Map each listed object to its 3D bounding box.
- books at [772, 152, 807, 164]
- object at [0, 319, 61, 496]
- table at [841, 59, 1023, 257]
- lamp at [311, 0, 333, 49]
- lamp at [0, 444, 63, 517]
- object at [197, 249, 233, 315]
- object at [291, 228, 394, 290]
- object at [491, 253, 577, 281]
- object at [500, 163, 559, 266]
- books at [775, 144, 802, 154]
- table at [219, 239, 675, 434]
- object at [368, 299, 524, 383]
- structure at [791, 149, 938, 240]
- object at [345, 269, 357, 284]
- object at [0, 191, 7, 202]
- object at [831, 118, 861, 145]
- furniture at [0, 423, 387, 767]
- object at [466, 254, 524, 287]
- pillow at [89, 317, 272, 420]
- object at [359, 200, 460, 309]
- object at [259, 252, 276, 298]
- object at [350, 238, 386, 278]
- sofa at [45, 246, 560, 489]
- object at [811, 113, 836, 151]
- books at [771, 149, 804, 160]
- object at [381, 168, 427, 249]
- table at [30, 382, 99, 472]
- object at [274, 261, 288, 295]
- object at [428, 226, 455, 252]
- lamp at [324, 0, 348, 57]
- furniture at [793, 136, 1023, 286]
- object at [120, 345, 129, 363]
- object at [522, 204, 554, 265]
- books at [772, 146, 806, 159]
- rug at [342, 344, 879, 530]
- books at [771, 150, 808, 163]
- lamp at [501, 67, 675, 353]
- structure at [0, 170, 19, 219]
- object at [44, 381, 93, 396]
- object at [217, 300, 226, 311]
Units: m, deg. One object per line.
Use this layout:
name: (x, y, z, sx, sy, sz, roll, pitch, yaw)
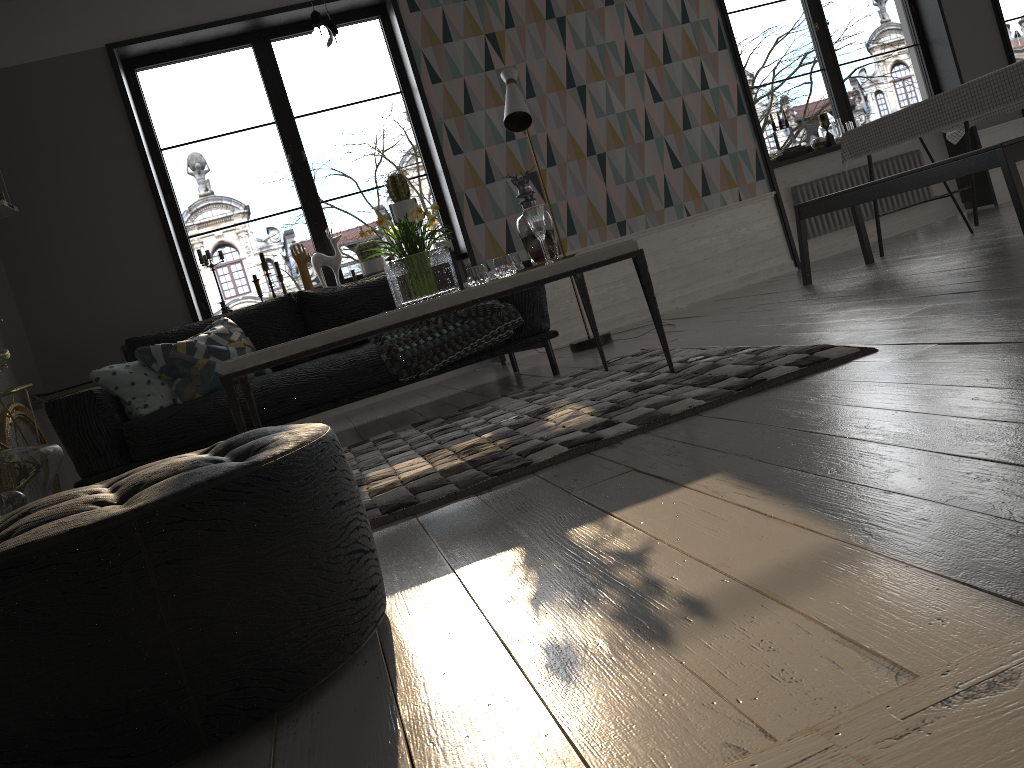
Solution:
books: (2.041, -1.672, 6.593, 0.269, 0.011, 0.162, -18, 6, -10)
object: (-2.163, 0.246, 3.643, 0.429, 0.966, 1.621, -18, 5, -21)
table: (2.687, -1.224, 4.509, 0.935, 0.781, 2.025, -18, 5, -12)
lamp: (-0.436, -2.003, 2.621, 0.075, 1.532, 1.384, -19, 4, -43)
lamp: (-1.751, 0.455, 3.085, 0.430, 0.436, 0.436, -16, 4, 18)
object: (-1.883, -0.629, 5.627, 0.161, 0.489, 0.146, -16, 3, 23)
object: (-1.094, -0.843, 5.827, 0.665, 0.409, 0.134, -18, 3, -12)
object: (0.085, -0.464, 3.558, 0.319, 0.015, 0.246, -18, 6, -13)
object: (0.083, -0.675, 3.576, 0.148, 0.416, 0.156, -17, 3, 7)
books: (2.059, -1.746, 6.592, 0.154, 0.017, 0.124, -18, 6, -11)
table: (-0.246, -0.053, 3.248, 1.462, 0.509, 0.732, -18, 5, -13)
object: (-0.343, -0.255, 4.325, 0.670, 0.328, 0.489, -18, 5, -18)
structure: (2.744, -1.482, 6.894, 1.229, 0.427, 0.148, -18, 3, -15)
object: (-1.037, -0.703, 5.827, 0.122, 0.099, 0.124, -16, 4, 10)
object: (-2.792, -1.016, 4.833, 0.050, 0.058, 0.050, -18, 4, -23)
object: (2.560, -1.938, 6.726, 0.269, 0.191, 0.153, -18, 4, -13)
furniture: (-0.590, 0.323, 1.413, 0.741, 0.355, 0.732, -19, 6, -26)
object: (-0.020, -0.455, 3.471, 0.249, 0.087, 0.277, -21, 7, -35)
pillow: (-1.596, -0.081, 4.269, 0.806, 0.361, 0.441, -20, 5, -31)
object: (-0.372, -0.468, 3.258, 0.353, 0.350, 0.325, -18, 4, -10)
object: (-1.565, -0.674, 5.704, 0.123, 0.374, 0.123, -17, 2, -8)
object: (-0.942, -0.838, 5.911, 0.237, 0.282, 0.212, -20, 4, -39)
sofa: (-0.979, -0.102, 4.469, 2.351, 0.795, 0.969, -18, 4, -14)
object: (2.323, -1.893, 6.659, 0.194, 0.256, 0.115, -17, 3, -3)
books: (2.042, -1.703, 6.598, 0.216, 0.011, 0.174, -18, 6, -7)
object: (-0.700, -1.110, 5.870, 0.238, 0.668, 0.226, -19, 3, -42)
table: (-2.265, 0.269, 5.145, 0.746, 0.678, 0.339, -18, 3, -13)
object: (-1.500, -0.662, 5.771, 0.075, 0.300, 0.076, -16, 2, 18)
object: (-0.466, -0.940, 5.893, 0.171, 0.203, 0.246, -18, 4, -10)
lamp: (-0.408, -2.025, 2.756, 0.075, 1.532, 1.384, -19, 4, -43)
furniture: (2.009, -0.824, 4.305, 0.467, 0.454, 1.669, -18, 6, -12)
object: (-2.181, -0.159, 5.140, 0.137, 0.160, 0.143, -15, 4, 25)
object: (0.111, -0.559, 3.364, 0.082, 0.226, 0.168, -17, 3, -1)
books: (2.060, -1.726, 6.596, 0.199, 0.022, 0.162, -18, 6, -12)
rug: (-0.350, 0.250, 3.052, 2.537, 0.034, 1.769, -18, 6, -13)
books: (2.037, -1.687, 6.600, 0.272, 0.019, 0.183, -18, 6, -13)
lamp: (0.311, -1.084, 5.463, 0.683, 1.697, 1.244, -18, 3, -14)
structure: (-2.642, -0.817, 3.979, 0.268, 0.952, 2.021, -17, 5, -12)
object: (-2.499, 0.015, 5.099, 0.319, 0.015, 0.246, -18, 6, -13)
object: (-1.854, -0.470, 5.711, 0.085, 0.151, 0.084, -17, 3, -9)
